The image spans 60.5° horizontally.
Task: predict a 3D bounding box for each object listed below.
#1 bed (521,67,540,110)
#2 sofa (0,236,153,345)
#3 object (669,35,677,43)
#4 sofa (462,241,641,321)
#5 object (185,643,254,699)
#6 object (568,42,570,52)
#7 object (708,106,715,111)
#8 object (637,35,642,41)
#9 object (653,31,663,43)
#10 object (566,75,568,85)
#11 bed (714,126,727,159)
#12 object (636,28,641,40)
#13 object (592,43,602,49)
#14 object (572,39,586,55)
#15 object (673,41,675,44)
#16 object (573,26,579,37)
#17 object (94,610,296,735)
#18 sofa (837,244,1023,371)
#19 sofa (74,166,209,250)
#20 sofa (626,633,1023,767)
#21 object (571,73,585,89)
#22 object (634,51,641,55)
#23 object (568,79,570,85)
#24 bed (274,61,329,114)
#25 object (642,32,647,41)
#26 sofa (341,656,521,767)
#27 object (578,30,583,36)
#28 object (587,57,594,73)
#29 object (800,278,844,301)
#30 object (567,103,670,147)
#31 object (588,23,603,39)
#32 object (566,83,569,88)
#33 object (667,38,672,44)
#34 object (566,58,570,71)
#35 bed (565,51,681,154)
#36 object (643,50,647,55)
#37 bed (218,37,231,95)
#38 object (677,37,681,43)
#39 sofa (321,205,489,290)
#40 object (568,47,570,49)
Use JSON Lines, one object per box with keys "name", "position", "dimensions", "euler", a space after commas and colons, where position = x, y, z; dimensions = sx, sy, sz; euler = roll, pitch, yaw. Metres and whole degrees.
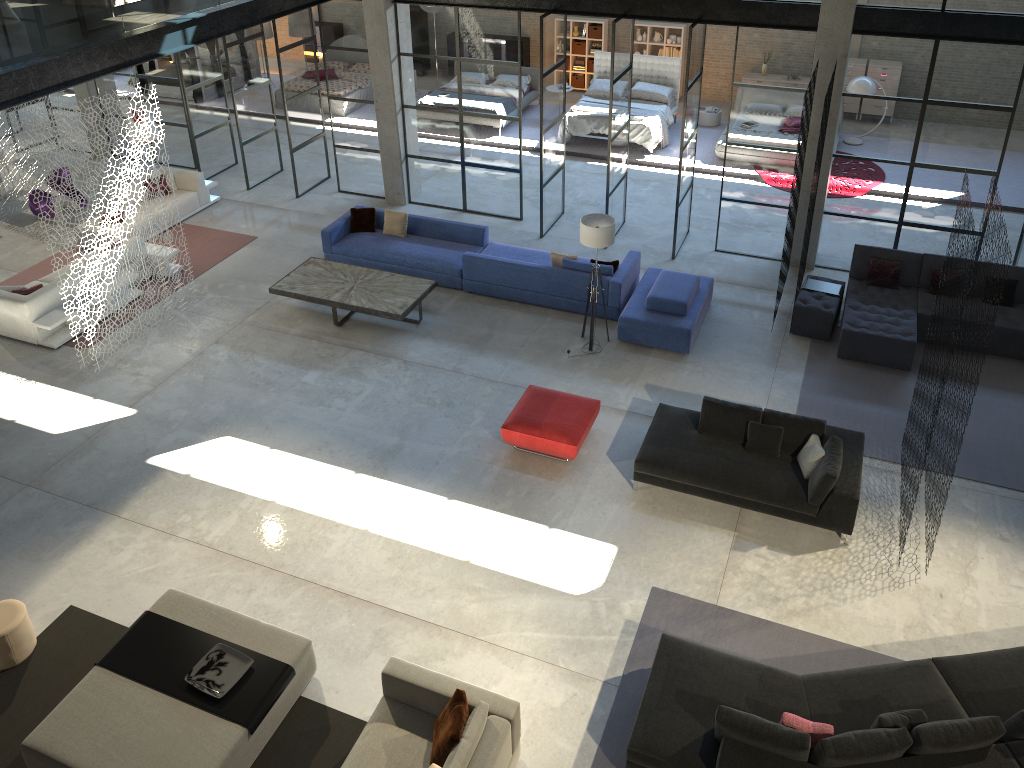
{"name": "bed", "position": [-0.762, -6.413, 19.544], "dimensions": [2.275, 0.821, 2.527], "euler": [12, 35, 19]}
{"name": "sofa", "position": [-6.215, -1.412, 12.340], "dimensions": [0.955, 0.632, 2.256], "euler": [11, 35, 19]}
{"name": "object", "position": [3.712, -7.973, 20.267], "dimensions": [0.174, 0.159, 0.185], "euler": [-6, 32, -8]}
{"name": "sofa", "position": [0.560, -1.651, 12.488], "dimensions": [2.355, 0.681, 1.111], "euler": [12, 34, 20]}
{"name": "object", "position": [-2.195, 2.157, 6.589], "dimensions": [0.390, 0.034, 0.406], "euler": [14, 36, 22]}
{"name": "object", "position": [1.401, -8.167, 21.278], "dimensions": [0.083, 0.215, 0.084], "euler": [-21, 35, -31]}
{"name": "object", "position": [4.267, -5.895, 18.782], "dimensions": [0.172, 0.085, 0.175], "euler": [20, 38, 30]}
{"name": "object", "position": [2.976, -8.055, 20.424], "dimensions": [0.112, 0.147, 0.115], "euler": [18, 35, 29]}
{"name": "object", "position": [3.380, -8.026, 20.290], "dimensions": [0.167, 0.236, 0.174], "euler": [-13, 32, -19]}
{"name": "object", "position": [1.307, -7.484, 21.637], "dimensions": [0.141, 0.222, 0.145], "euler": [-17, 34, -26]}
{"name": "bed", "position": [5.338, -5.147, 17.394], "dimensions": [2.260, 0.873, 2.696], "euler": [12, 35, 19]}
{"name": "object", "position": [2.956, -8.178, 20.518], "dimensions": [0.095, 0.247, 0.100], "euler": [-9, 30, -14]}
{"name": "object", "position": [2.049, -8.092, 20.989], "dimensions": [0.262, 0.126, 0.061], "euler": [12, 32, 20]}
{"name": "object", "position": [1.658, -8.121, 21.137], "dimensions": [0.326, 0.280, 0.341], "euler": [11, 33, 19]}
{"name": "object", "position": [3.721, -7.841, 20.156], "dimensions": [0.066, 0.060, 0.069], "euler": [-11, 33, -17]}
{"name": "object", "position": [1.525, -8.410, 20.930], "dimensions": [0.154, 0.233, 0.163], "euler": [6, 31, 12]}
{"name": "object", "position": [-2.429, 2.166, 6.702], "dimensions": [1.485, 0.082, 0.564], "euler": [13, 35, 20]}
{"name": "sofa", "position": [6.262, -0.683, 10.728], "dimensions": [4.185, 0.821, 1.925], "euler": [12, 35, 20]}
{"name": "sofa", "position": [-6.170, -2.940, 14.684], "dimensions": [0.949, 0.631, 2.265], "euler": [11, 35, 19]}
{"name": "sofa", "position": [2.831, 2.444, 6.276], "dimensions": [4.065, 0.532, 1.563], "euler": [0, 33, 1]}
{"name": "object", "position": [1.664, -7.440, 21.512], "dimensions": [0.326, 0.280, 0.341], "euler": [11, 33, 19]}
{"name": "object", "position": [2.946, -7.740, 20.639], "dimensions": [0.153, 0.155, 0.163], "euler": [2, 31, 5]}
{"name": "object", "position": [1.436, -7.485, 21.738], "dimensions": [0.120, 0.110, 0.122], "euler": [-22, 37, -30]}
{"name": "bed", "position": [-4.212, -7.373, 20.755], "dimensions": [2.047, 1.207, 2.469], "euler": [12, 34, 19]}
{"name": "object", "position": [3.089, -8.089, 20.435], "dimensions": [0.102, 0.191, 0.103], "euler": [-23, 36, -33]}
{"name": "sofa", "position": [-0.857, 2.940, 5.482], "dimensions": [1.062, 0.681, 2.465], "euler": [11, 35, 19]}
{"name": "object", "position": [1.636, -8.433, 21.062], "dimensions": [0.185, 0.124, 0.196], "euler": [-8, 33, -12]}
{"name": "object", "position": [2.023, -7.700, 21.188], "dimensions": [0.326, 0.280, 0.341], "euler": [11, 33, 19]}
{"name": "object", "position": [4.138, -1.257, 11.708], "dimensions": [0.524, 0.094, 0.315], "euler": [16, 36, 24]}
{"name": "object", "position": [2.087, -5.304, 17.898], "dimensions": [2.305, 0.621, 0.686], "euler": [14, 34, 22]}
{"name": "object", "position": [2.020, -8.371, 20.818], "dimensions": [0.326, 0.280, 0.341], "euler": [11, 33, 19]}
{"name": "object", "position": [1.166, -6.502, 19.087], "dimensions": [0.169, 0.085, 0.178], "euler": [-9, 33, -13]}
{"name": "object", "position": [3.617, -7.885, 20.183], "dimensions": [0.117, 0.106, 0.122], "euler": [13, 34, 22]}
{"name": "object", "position": [1.293, -7.863, 21.463], "dimensions": [0.326, 0.280, 0.341], "euler": [11, 33, 19]}
{"name": "bed", "position": [2.255, -5.846, 18.144], "dimensions": [2.235, 1.336, 2.445], "euler": [11, 34, 19]}
{"name": "object", "position": [3.120, -7.732, 20.584], "dimensions": [0.101, 0.191, 0.103], "euler": [21, 36, 34]}
{"name": "bed", "position": [-7.849, -8.330, 21.631], "dimensions": [2.267, 1.958, 2.440], "euler": [11, 33, 19]}
{"name": "object", "position": [3.867, -7.924, 20.217], "dimensions": [0.145, 0.129, 0.147], "euler": [23, 38, 34]}
{"name": "sofa", "position": [-1.605, -2.101, 13.336], "dimensions": [2.355, 0.570, 1.111], "euler": [12, 35, 20]}
{"name": "object", "position": [1.396, -8.186, 21.413], "dimensions": [0.066, 0.100, 0.068], "euler": [-12, 32, -19]}
